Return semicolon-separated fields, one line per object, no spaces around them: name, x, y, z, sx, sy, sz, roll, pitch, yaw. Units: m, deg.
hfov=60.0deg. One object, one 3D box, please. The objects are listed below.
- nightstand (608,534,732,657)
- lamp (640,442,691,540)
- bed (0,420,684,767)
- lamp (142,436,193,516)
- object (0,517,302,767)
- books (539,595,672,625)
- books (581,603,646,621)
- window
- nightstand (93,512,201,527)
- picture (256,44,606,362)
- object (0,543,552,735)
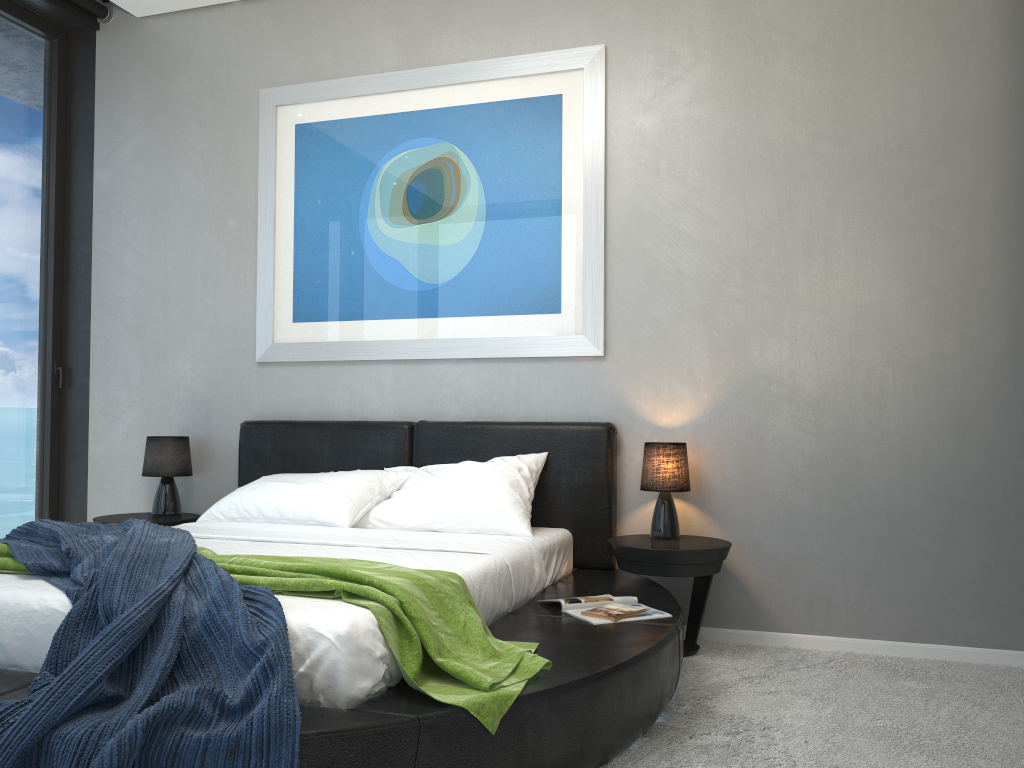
nightstand;0.637;0.860;3.601;0.497;0.440;0.497;2;-3;-43
lamp;0.641;0.445;3.712;0.208;0.400;0.219;0;-2;-1
bed;-0.845;0.579;3.013;2.755;0.933;2.619;0;-3;18
lamp;-1.749;0.466;4.501;0.241;0.400;0.219;1;-2;-13
object;-1.183;0.685;2.518;0.685;0.567;2.155;2;-3;-30
books;0.308;0.750;3.029;0.301;0.039;0.395;2;-3;-26
books;0.337;0.752;2.931;0.133;0.012;0.189;-2;-4;40
window;-0.845;-0.476;4.540;3.596;3.181;9.731;0;-3;18
nightstand;-1.812;0.881;4.405;0.497;0.440;0.497;-1;-2;29
picture;-0.439;-0.818;4.254;1.800;1.399;0.025;0;-2;18
object;-0.999;0.631;2.562;2.302;0.342;0.646;0;-3;18
